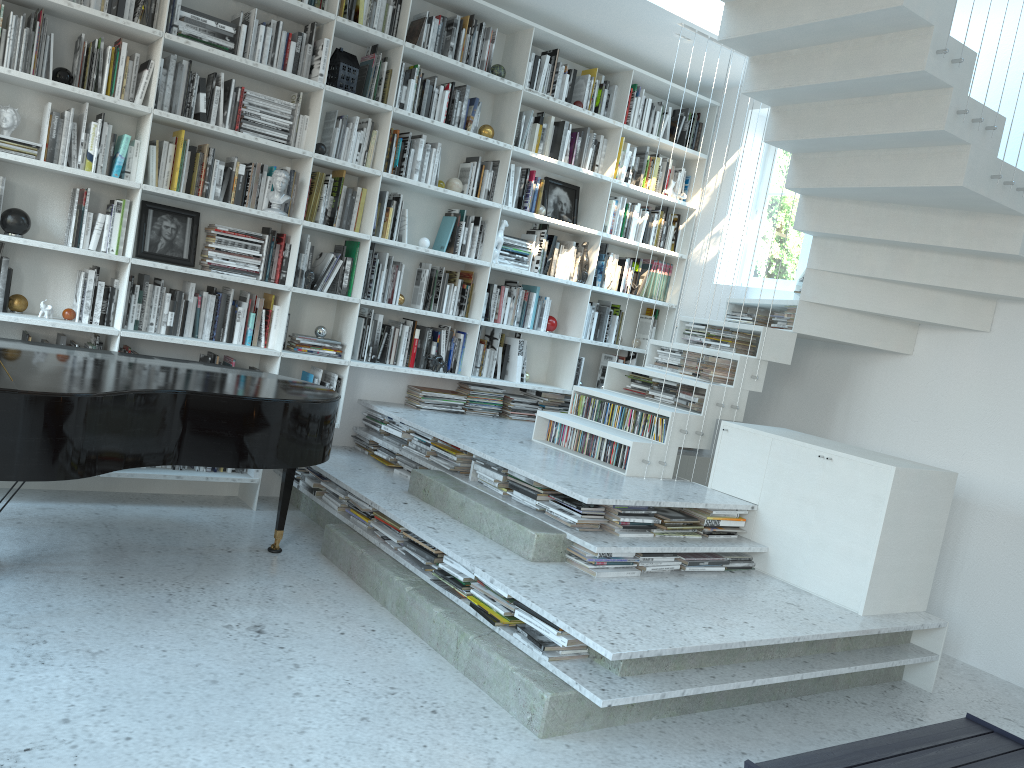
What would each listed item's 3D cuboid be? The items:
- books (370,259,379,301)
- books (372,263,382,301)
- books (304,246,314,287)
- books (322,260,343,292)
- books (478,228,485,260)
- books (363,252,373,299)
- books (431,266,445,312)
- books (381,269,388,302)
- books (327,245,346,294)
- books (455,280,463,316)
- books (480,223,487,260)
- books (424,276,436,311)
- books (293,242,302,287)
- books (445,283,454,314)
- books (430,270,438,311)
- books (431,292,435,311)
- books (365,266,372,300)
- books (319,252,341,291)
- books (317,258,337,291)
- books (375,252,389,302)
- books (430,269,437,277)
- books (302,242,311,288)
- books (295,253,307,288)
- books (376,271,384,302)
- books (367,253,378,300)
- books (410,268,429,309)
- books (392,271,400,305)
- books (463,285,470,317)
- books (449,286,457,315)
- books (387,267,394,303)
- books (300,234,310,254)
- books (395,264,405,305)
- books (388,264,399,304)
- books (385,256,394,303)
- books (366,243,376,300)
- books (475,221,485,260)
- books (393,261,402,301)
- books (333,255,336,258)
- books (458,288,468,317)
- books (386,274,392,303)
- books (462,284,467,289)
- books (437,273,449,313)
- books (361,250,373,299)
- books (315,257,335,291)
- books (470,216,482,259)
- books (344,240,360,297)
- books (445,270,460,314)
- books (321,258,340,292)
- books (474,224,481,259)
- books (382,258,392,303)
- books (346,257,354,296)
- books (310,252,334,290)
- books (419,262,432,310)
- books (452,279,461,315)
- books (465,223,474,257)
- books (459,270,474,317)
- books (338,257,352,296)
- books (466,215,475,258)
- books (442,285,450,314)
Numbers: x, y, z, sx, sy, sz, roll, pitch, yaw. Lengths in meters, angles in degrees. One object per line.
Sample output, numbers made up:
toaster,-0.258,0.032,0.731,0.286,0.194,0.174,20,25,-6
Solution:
books,-0.863,-0.633,5.350,0.013,0.249,0.164,7,6,-36
books,-0.849,-0.619,5.350,0.011,0.226,0.187,7,6,-36
books,-1.198,-0.679,5.130,0.035,0.249,0.140,7,6,-36
books,-1.083,-0.638,5.208,0.091,0.205,0.168,7,6,-36
books,-0.244,-0.903,5.729,0.023,0.212,0.164,7,6,-36
books,-0.896,-0.655,5.329,0.006,0.282,0.155,7,6,-36
books,-0.494,-0.605,5.632,0.007,0.285,0.159,7,6,-36
books,-0.817,-0.606,5.403,0.013,0.203,0.166,7,6,-36
books,-1.035,-0.676,5.237,0.013,0.286,0.138,7,6,-36
books,-0.377,-0.562,5.716,0.021,0.232,0.155,7,6,-36
books,-0.222,-0.916,5.729,0.010,0.246,0.158,7,6,-36
books,-0.548,-0.576,5.577,0.016,0.216,0.177,7,6,-36
books,-1.263,-0.690,5.077,0.028,0.253,0.142,7,6,-36
books,-0.436,-0.551,5.664,0.015,0.195,0.175,7,6,-36
books,-0.529,-0.596,5.602,0.008,0.259,0.158,7,6,-35
books,-0.529,-0.573,5.631,0.031,0.209,0.122,7,6,-36
books,-0.899,-0.617,5.344,0.013,0.204,0.153,7,6,-36
books,-1.094,-0.658,5.197,0.094,0.239,0.149,7,6,-36
books,-1.110,-0.646,5.191,0.090,0.212,0.143,7,6,-36
books,-0.815,-0.651,5.374,0.014,0.297,0.175,7,6,-36
books,-0.539,-0.599,5.595,0.015,0.262,0.149,7,6,-36
books,-1.216,-0.690,5.115,0.012,0.266,0.157,7,6,-36
books,-1.235,-0.654,5.079,0.027,0.192,0.182,7,6,-36
books,-0.837,-0.598,5.372,0.013,0.186,0.183,7,6,-36
books,-0.865,-0.651,5.341,0.005,0.284,0.158,7,6,-35
books,-0.579,-0.599,5.569,0.019,0.252,0.130,7,6,-36
books,-0.749,-0.598,5.441,0.014,0.207,0.180,7,6,-36
books,-0.335,-0.542,5.739,0.013,0.204,0.158,7,6,-36
books,-0.421,-0.542,5.671,0.019,0.183,0.190,7,6,-36
books,-0.776,-0.611,5.436,0.008,0.223,0.133,7,6,-36
books,-1.217,-0.710,5.098,0.013,0.307,0.141,7,6,-36
books,-0.726,-0.618,5.460,0.013,0.251,0.172,7,6,-36
books,-0.760,-0.615,5.434,0.015,0.238,0.176,7,6,-36
books,-0.786,-0.643,5.422,0.006,0.285,0.159,7,6,-36
books,-0.884,-0.685,5.351,0.007,0.342,0.149,7,6,-36
books,-0.245,-0.922,5.704,0.011,0.253,0.168,7,6,-36
books,-0.736,-0.624,5.451,0.014,0.261,0.141,7,6,-36
books,-1.120,-0.655,5.188,0.095,0.226,0.144,7,6,-36
books,-0.352,-0.531,5.708,0.016,0.180,0.189,7,6,-36
books,-0.788,-0.590,5.431,0.013,0.179,0.140,7,6,-36
books,-0.352,-0.546,5.738,0.016,0.205,0.141,7,6,-36
books,-0.473,-0.583,5.620,0.018,0.251,0.183,7,6,-36
books,-0.905,-0.663,5.322,0.018,0.295,0.177,7,6,-36
books,-1.123,-0.645,5.162,0.089,0.210,0.175,7,6,-36
books,-0.272,-0.936,5.678,0.012,0.274,0.183,7,6,-36
books,-0.974,-0.686,5.263,0.014,0.325,0.182,7,6,-36
books,-0.404,-0.586,5.677,0.006,0.274,0.172,7,6,-35
books,-1.098,-0.647,5.208,0.090,0.215,0.139,7,6,-36
books,-0.266,-0.923,5.712,0.013,0.245,0.158,7,6,-36
books,-0.795,-0.634,5.398,0.012,0.267,0.182,7,6,-36
books,-0.998,-0.640,5.259,0.021,0.227,0.148,7,6,-36
books,-1.132,-0.655,5.148,0.095,0.228,0.189,7,6,-36
books,-0.569,-0.618,5.587,0.016,0.290,0.131,7,6,-36
books,-0.398,-0.563,5.685,0.018,0.230,0.181,7,6,-36
books,-0.313,-0.917,5.662,0.012,0.224,0.177,7,6,-36
books,-0.314,-0.585,5.735,0.007,0.296,0.161,7,6,-35
books,-1.013,-0.640,5.235,0.029,0.223,0.170,7,6,-36
books,-0.302,-0.942,5.683,0.032,0.275,0.154,7,6,-36
books,-0.464,-0.547,5.633,0.018,0.182,0.181,7,6,-36
